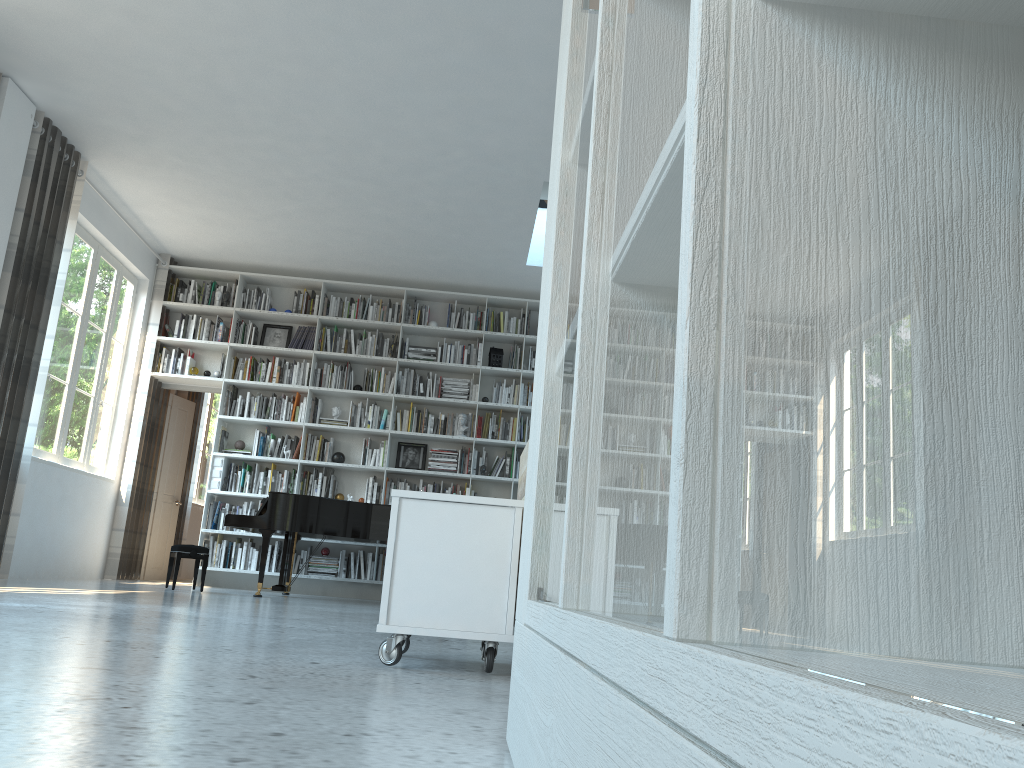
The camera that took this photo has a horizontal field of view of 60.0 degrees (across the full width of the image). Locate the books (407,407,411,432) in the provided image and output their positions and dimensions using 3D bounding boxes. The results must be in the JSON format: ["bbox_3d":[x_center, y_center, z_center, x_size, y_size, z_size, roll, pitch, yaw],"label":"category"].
[{"bbox_3d":[-1.042,0.384,9.011,0.010,0.283,0.137,5,-12,-2],"label":"books"}]

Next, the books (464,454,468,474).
[{"bbox_3d":[-0.462,0.827,8.945,0.021,0.217,0.132,5,-12,-2],"label":"books"}]

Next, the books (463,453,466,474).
[{"bbox_3d":[-0.478,0.819,8.947,0.013,0.232,0.134,5,-12,-2],"label":"books"}]

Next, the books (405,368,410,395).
[{"bbox_3d":[-1.073,0.005,9.084,0.014,0.312,0.134,5,-12,-2],"label":"books"}]

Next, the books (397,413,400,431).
[{"bbox_3d":[-1.143,0.405,8.972,0.053,0.208,0.156,5,-12,-2],"label":"books"}]

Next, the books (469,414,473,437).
[{"bbox_3d":[-0.418,0.444,9.012,0.014,0.265,0.154,5,-12,-2],"label":"books"}]

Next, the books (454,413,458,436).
[{"bbox_3d":[-0.568,0.436,9.015,0.024,0.258,0.127,5,-12,-2],"label":"books"}]

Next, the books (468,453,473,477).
[{"bbox_3d":[-0.422,0.819,8.921,0.034,0.229,0.200,5,-12,-2],"label":"books"}]

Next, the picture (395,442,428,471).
[{"bbox_3d":[-1.018,0.743,8.974,0.300,0.299,0.077,5,-12,-2],"label":"picture"}]

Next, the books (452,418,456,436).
[{"bbox_3d":[-0.593,0.461,9.014,0.022,0.206,0.114,5,-12,-2],"label":"books"}]

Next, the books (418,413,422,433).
[{"bbox_3d":[-0.931,0.417,8.989,0.012,0.227,0.170,5,-12,-2],"label":"books"}]

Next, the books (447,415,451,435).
[{"bbox_3d":[-0.640,0.446,9.017,0.025,0.229,0.143,5,-12,-2],"label":"books"}]

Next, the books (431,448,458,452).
[{"bbox_3d":[-0.680,0.669,8.953,0.254,0.012,0.161,4,-13,2],"label":"books"}]

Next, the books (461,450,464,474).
[{"bbox_3d":[-0.500,0.804,8.943,0.013,0.255,0.163,5,-12,-2],"label":"books"}]

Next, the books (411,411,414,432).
[{"bbox_3d":[-1.004,0.404,8.997,0.010,0.244,0.150,5,-12,-2],"label":"books"}]

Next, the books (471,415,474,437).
[{"bbox_3d":[-0.405,0.451,9.024,0.014,0.260,0.137,5,-12,-2],"label":"books"}]

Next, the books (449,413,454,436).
[{"bbox_3d":[-0.613,0.430,9.003,0.025,0.258,0.151,5,-12,-2],"label":"books"}]

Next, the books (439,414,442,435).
[{"bbox_3d":[-0.726,0.432,8.998,0.010,0.233,0.175,5,-12,-2],"label":"books"}]

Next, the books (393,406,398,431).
[{"bbox_3d":[-1.184,0.371,9.004,0.010,0.281,0.140,5,-12,-2],"label":"books"}]

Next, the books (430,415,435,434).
[{"bbox_3d":[-0.810,0.434,8.994,0.030,0.214,0.169,5,-12,-2],"label":"books"}]

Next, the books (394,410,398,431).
[{"bbox_3d":[-1.175,0.395,8.998,0.011,0.234,0.142,5,-12,-2],"label":"books"}]

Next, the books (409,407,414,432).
[{"bbox_3d":[-1.014,0.385,8.967,0.015,0.266,0.189,5,-12,-2],"label":"books"}]

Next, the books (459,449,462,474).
[{"bbox_3d":[-0.522,0.797,8.932,0.011,0.260,0.184,5,-12,-2],"label":"books"}]

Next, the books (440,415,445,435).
[{"bbox_3d":[-0.706,0.436,8.987,0.029,0.223,0.186,5,-12,-2],"label":"books"}]

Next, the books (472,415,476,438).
[{"bbox_3d":[-0.387,0.452,9.032,0.023,0.264,0.107,5,-12,-2],"label":"books"}]

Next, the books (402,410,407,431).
[{"bbox_3d":[-1.090,0.395,8.999,0.026,0.247,0.139,5,-12,-2],"label":"books"}]

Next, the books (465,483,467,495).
[{"bbox_3d":[-0.471,1.144,8.875,0.011,0.299,0.149,5,-12,-2],"label":"books"}]

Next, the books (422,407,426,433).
[{"bbox_3d":[-0.891,0.393,8.997,0.013,0.283,0.177,5,-12,-2],"label":"books"}]

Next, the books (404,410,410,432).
[{"bbox_3d":[-1.063,0.400,8.993,0.029,0.239,0.156,5,-12,-2],"label":"books"}]

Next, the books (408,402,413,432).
[{"bbox_3d":[-1.026,0.359,8.972,0.014,0.317,0.188,5,-12,-2],"label":"books"}]

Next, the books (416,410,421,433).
[{"bbox_3d":[-0.951,0.404,9.012,0.028,0.258,0.135,5,-12,-2],"label":"books"}]

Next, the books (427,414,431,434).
[{"bbox_3d":[-0.837,0.431,8.992,0.024,0.216,0.175,5,-12,-2],"label":"books"}]

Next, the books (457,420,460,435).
[{"bbox_3d":[-0.541,0.466,9.007,0.035,0.201,0.149,5,-12,-2],"label":"books"}]

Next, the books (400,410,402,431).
[{"bbox_3d":[-1.124,0.393,8.988,0.042,0.241,0.162,5,-12,-2],"label":"books"}]

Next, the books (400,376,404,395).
[{"bbox_3d":[-1.122,0.042,9.072,0.027,0.228,0.147,5,-12,-2],"label":"books"}]

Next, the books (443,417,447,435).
[{"bbox_3d":[-0.679,0.451,8.987,0.029,0.200,0.178,5,-12,-2],"label":"books"}]

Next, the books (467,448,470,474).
[{"bbox_3d":[-0.443,0.795,8.935,0.011,0.279,0.186,5,-12,-2],"label":"books"}]

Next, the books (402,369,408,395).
[{"bbox_3d":[-1.092,0.007,9.063,0.026,0.296,0.179,5,-12,-2],"label":"books"}]

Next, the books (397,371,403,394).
[{"bbox_3d":[-1.146,0.017,9.060,0.026,0.266,0.171,5,-12,-2],"label":"books"}]

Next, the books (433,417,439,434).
[{"bbox_3d":[-0.772,0.448,9.006,0.050,0.198,0.146,5,-12,-2],"label":"books"}]

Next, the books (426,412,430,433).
[{"bbox_3d":[-0.854,0.415,9.008,0.011,0.251,0.130,5,-12,-2],"label":"books"}]

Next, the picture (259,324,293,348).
[{"bbox_3d":[-2.435,-0.471,9.144,0.300,0.299,0.077,5,-12,-2],"label":"picture"}]

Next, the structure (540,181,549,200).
[{"bbox_3d":[1.398,-0.023,7.373,2.613,3.373,1.959,5,-12,-2],"label":"structure"}]

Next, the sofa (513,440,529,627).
[{"bbox_3d":[1.121,0.541,2.790,2.195,0.852,0.873,5,-12,-2],"label":"sofa"}]

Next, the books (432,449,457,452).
[{"bbox_3d":[-0.681,0.681,8.953,0.254,0.012,0.161,6,-13,-5],"label":"books"}]

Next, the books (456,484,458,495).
[{"bbox_3d":[-0.562,1.146,8.878,0.010,0.283,0.132,5,-12,-2],"label":"books"}]

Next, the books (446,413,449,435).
[{"bbox_3d":[-0.656,0.429,8.983,0.012,0.244,0.186,5,-12,-2],"label":"books"}]

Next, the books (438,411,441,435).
[{"bbox_3d":[-0.737,0.420,9.004,0.014,0.258,0.162,5,-12,-2],"label":"books"}]

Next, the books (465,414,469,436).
[{"bbox_3d":[-0.463,0.445,9.016,0.025,0.259,0.130,5,-12,-2],"label":"books"}]

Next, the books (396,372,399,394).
[{"bbox_3d":[-1.166,0.024,9.068,0.012,0.253,0.161,5,-12,-2],"label":"books"}]

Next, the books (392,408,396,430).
[{"bbox_3d":[-1.196,0.382,8.992,0.012,0.253,0.161,5,-12,-2],"label":"books"}]

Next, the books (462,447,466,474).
[{"bbox_3d":[-0.487,0.789,8.946,0.011,0.287,0.152,5,-12,-2],"label":"books"}]

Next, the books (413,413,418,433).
[{"bbox_3d":[-0.978,0.415,9.001,0.024,0.228,0.148,5,-12,-2],"label":"books"}]

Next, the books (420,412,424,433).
[{"bbox_3d":[-0.913,0.416,8.998,0.025,0.235,0.137,5,-12,-2],"label":"books"}]

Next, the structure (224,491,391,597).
[{"bbox_3d":[-1.350,1.446,7.608,1.918,0.830,1.338,5,-13,-2],"label":"structure"}]

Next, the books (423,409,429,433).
[{"bbox_3d":[-0.871,0.399,8.982,0.028,0.267,0.190,5,-12,-2],"label":"books"}]

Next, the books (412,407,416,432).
[{"bbox_3d":[-0.992,0.383,8.984,0.010,0.280,0.171,5,-12,-2],"label":"books"}]

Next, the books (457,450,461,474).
[{"bbox_3d":[-0.534,0.800,8.933,0.012,0.253,0.161,5,-12,-2],"label":"books"}]

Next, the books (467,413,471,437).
[{"bbox_3d":[-0.438,0.440,9.029,0.025,0.278,0.108,5,-12,-2],"label":"books"}]
